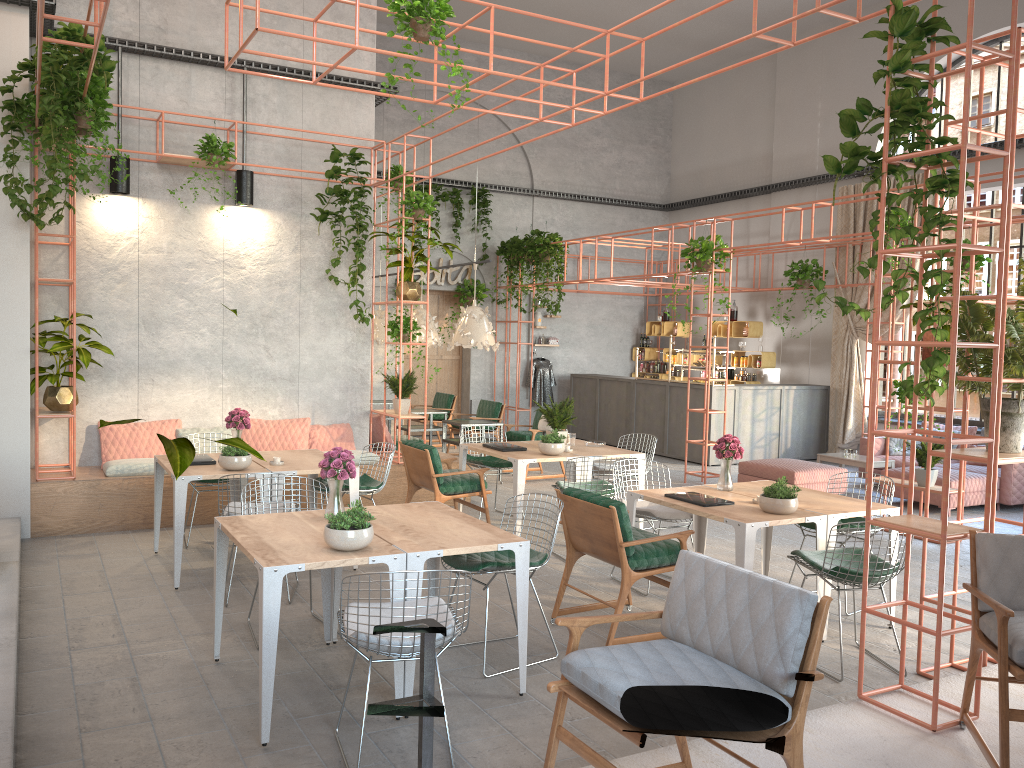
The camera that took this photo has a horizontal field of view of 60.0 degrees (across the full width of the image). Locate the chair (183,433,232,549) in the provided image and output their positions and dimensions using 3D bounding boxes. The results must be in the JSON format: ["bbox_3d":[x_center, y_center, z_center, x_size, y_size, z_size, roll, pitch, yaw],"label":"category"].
[{"bbox_3d":[-2.702,0.945,8.016,0.565,0.941,0.717,0,3,-27],"label":"chair"}]

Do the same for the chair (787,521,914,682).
[{"bbox_3d":[2.018,1.208,5.314,0.565,0.941,0.717,1,3,-12],"label":"chair"}]

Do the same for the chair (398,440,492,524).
[{"bbox_3d":[-0.629,0.994,8.185,0.685,0.917,0.722,0,3,-29],"label":"chair"}]

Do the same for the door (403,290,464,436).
[{"bbox_3d":[-1.687,-0.410,16.954,1.360,2.729,0.551,0,3,-29],"label":"door"}]

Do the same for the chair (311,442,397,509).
[{"bbox_3d":[-1.379,0.996,7.687,0.717,0.941,0.565,0,4,-32],"label":"chair"}]

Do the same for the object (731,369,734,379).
[{"bbox_3d":[3.979,-0.226,16.019,0.074,0.287,0.072,2,3,3],"label":"object"}]

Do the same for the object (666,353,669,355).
[{"bbox_3d":[3.038,-0.513,17.348,0.069,0.191,0.069,2,3,13],"label":"object"}]

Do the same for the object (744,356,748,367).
[{"bbox_3d":[4.078,-0.387,15.443,0.069,0.191,0.069,1,3,-11],"label":"object"}]

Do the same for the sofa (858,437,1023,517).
[{"bbox_3d":[5.381,1.120,11.372,1.960,0.672,2.219,0,3,-28],"label":"sofa"}]

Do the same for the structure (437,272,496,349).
[{"bbox_3d":[-0.852,-1.431,16.631,0.950,1.527,0.921,0,3,-30],"label":"structure"}]

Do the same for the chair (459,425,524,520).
[{"bbox_3d":[-0.224,0.939,9.368,0.565,0.941,0.717,0,3,-27],"label":"chair"}]

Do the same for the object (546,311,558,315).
[{"bbox_3d":[0.783,-1.388,17.317,0.263,0.101,0.013,0,3,-29],"label":"object"}]

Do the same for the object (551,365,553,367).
[{"bbox_3d":[0.791,-0.337,17.450,0.033,0.146,0.070,3,4,33],"label":"object"}]

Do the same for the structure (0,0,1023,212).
[{"bbox_3d":[0.224,-3.220,8.430,15.603,0.110,15.203,0,3,-29],"label":"structure"}]

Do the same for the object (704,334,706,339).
[{"bbox_3d":[3.563,-0.783,16.420,0.066,0.291,0.066,3,3,31],"label":"object"}]

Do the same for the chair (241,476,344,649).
[{"bbox_3d":[-1.394,1.104,5.619,0.565,0.941,0.717,0,3,-27],"label":"chair"}]

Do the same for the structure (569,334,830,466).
[{"bbox_3d":[3.224,0.140,15.982,2.579,2.022,4.057,0,3,-29],"label":"structure"}]

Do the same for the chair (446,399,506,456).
[{"bbox_3d":[-0.548,0.720,13.606,0.685,0.930,0.722,0,3,-29],"label":"chair"}]

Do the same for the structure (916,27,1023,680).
[{"bbox_3d":[2.783,-0.089,5.065,0.624,3.602,0.424,0,3,-29],"label":"structure"}]

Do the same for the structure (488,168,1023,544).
[{"bbox_3d":[4.631,-0.389,11.346,4.157,4.247,14.689,0,3,-29],"label":"structure"}]

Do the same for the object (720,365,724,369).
[{"bbox_3d":[3.807,-0.216,16.124,0.072,0.248,0.094,0,3,-29],"label":"object"}]

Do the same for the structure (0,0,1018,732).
[{"bbox_3d":[-2.742,-1.022,9.096,4.501,4.345,14.096,0,3,-30],"label":"structure"}]

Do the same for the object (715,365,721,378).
[{"bbox_3d":[3.743,-0.216,16.091,0.072,0.248,0.094,0,3,-29],"label":"object"}]

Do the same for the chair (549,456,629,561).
[{"bbox_3d":[0.671,1.046,7.745,0.565,0.941,0.717,1,3,-12],"label":"chair"}]

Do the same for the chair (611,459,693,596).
[{"bbox_3d":[1.123,1.100,6.937,0.565,0.941,0.717,0,3,-27],"label":"chair"}]

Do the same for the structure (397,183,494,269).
[{"bbox_3d":[-1.247,-2.885,16.088,1.939,1.514,0.856,-1,4,-35],"label":"structure"}]

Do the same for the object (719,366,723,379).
[{"bbox_3d":[3.787,-0.210,16.000,0.082,0.246,0.082,2,3,4],"label":"object"}]

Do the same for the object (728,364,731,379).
[{"bbox_3d":[3.908,-0.222,15.977,0.065,0.280,0.065,2,3,15],"label":"object"}]

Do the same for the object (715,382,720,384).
[{"bbox_3d":[3.730,0.080,16.116,0.094,0.219,0.094,2,3,4],"label":"object"}]

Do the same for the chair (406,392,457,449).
[{"bbox_3d":[-1.377,0.620,15.125,0.685,0.930,0.722,0,3,-29],"label":"chair"}]

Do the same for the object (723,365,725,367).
[{"bbox_3d":[3.867,-0.216,16.163,0.072,0.248,0.094,0,3,-29],"label":"object"}]

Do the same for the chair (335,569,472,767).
[{"bbox_3d":[-0.499,1.212,3.996,0.565,0.941,0.717,1,3,-12],"label":"chair"}]

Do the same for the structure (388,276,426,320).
[{"bbox_3d":[-1.991,-1.445,15.960,0.921,1.527,0.950,2,3,5],"label":"structure"}]

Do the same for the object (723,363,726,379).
[{"bbox_3d":[3.832,-0.227,15.929,0.066,0.291,0.066,-1,4,-44],"label":"object"}]

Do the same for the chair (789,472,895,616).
[{"bbox_3d":[2.446,1.152,6.608,0.717,0.941,0.565,0,4,-32],"label":"chair"}]

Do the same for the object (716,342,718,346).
[{"bbox_3d":[3.740,-0.706,16.400,0.115,0.147,0.115,0,3,-20],"label":"object"}]

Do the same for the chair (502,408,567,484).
[{"bbox_3d":[0.299,0.823,12.055,0.685,0.929,0.722,0,3,-29],"label":"chair"}]

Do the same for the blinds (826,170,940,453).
[{"bbox_3d":[6.407,-0.901,12.382,0.414,4.389,4.957,0,3,-28],"label":"blinds"}]

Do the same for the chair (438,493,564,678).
[{"bbox_3d":[-0.071,1.155,5.290,0.717,0.941,0.565,0,4,-32],"label":"chair"}]

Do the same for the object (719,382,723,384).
[{"bbox_3d":[3.810,0.079,16.160,0.094,0.219,0.094,0,3,-29],"label":"object"}]

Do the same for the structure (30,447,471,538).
[{"bbox_3d":[-3.783,0.957,11.547,4.386,0.500,5.831,0,3,-29],"label":"structure"}]

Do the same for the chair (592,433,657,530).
[{"bbox_3d":[1.099,0.990,9.039,0.717,0.941,0.565,0,4,-32],"label":"chair"}]

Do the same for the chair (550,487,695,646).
[{"bbox_3d":[0.718,1.156,5.754,0.685,0.917,0.722,0,3,-29],"label":"chair"}]

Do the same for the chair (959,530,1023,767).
[{"bbox_3d":[2.284,1.124,3.596,0.722,0.914,0.685,2,3,11],"label":"chair"}]

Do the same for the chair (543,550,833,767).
[{"bbox_3d":[0.568,1.104,2.987,0.685,0.929,0.722,0,3,-29],"label":"chair"}]

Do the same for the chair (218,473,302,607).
[{"bbox_3d":[-1.807,1.053,6.392,0.565,0.941,0.717,1,3,-12],"label":"chair"}]

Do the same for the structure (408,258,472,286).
[{"bbox_3d":[-1.324,-2.054,16.222,1.312,0.505,0.063,0,3,-29],"label":"structure"}]

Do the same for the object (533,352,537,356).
[{"bbox_3d":[0.434,-0.589,17.231,0.093,0.121,0.049,0,3,-26],"label":"object"}]
